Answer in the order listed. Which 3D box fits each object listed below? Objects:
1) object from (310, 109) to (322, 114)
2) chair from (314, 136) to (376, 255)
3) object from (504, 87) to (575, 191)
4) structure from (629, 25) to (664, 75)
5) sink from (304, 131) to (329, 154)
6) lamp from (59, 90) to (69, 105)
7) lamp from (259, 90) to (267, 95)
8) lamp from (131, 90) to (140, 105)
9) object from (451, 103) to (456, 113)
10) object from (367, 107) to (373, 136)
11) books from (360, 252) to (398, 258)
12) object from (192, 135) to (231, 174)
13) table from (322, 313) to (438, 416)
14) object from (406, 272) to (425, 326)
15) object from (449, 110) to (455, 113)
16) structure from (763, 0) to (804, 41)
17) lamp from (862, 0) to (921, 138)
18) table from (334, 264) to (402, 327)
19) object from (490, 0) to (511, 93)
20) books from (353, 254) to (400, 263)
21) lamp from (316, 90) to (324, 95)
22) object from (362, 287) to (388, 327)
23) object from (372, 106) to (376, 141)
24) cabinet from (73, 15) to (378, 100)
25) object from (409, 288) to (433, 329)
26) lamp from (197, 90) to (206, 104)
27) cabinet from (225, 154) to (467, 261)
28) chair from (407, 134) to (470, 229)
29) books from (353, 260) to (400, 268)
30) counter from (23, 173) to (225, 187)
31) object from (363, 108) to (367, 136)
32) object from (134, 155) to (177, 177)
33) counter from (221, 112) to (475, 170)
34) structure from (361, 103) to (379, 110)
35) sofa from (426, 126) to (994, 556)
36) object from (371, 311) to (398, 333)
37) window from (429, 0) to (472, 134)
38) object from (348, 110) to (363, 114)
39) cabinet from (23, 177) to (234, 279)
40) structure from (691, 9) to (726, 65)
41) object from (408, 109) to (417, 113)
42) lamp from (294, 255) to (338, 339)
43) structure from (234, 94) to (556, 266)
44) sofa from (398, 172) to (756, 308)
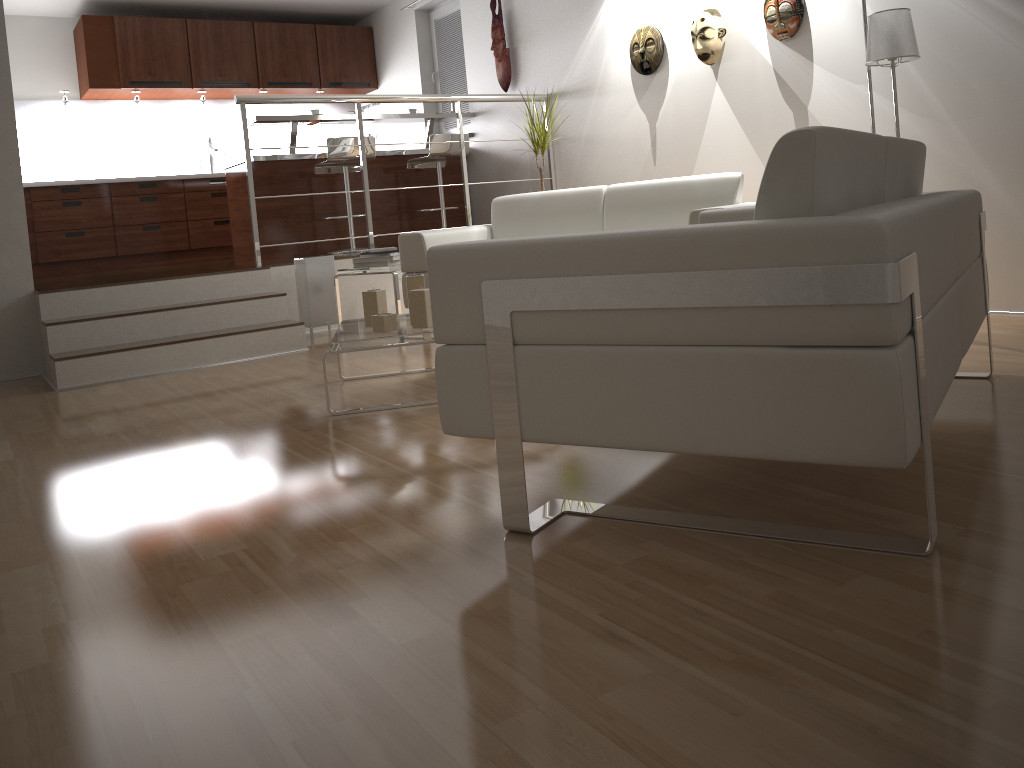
[{"bbox_3d":[-1.519,-2.101,6.778,0.079,0.045,0.068,-3,8,12],"label":"object"},{"bbox_3d":[-1.228,-1.413,6.585,0.391,0.840,0.426,-7,4,-28],"label":"chair"},{"bbox_3d":[0.210,-1.246,5.779,0.505,1.461,0.441,-6,3,-19],"label":"object"},{"bbox_3d":[0.834,-2.124,5.573,0.070,0.313,0.318,-7,6,-32],"label":"structure"},{"bbox_3d":[-1.810,-2.349,9.106,0.679,0.573,0.603,-10,8,-32],"label":"sink"},{"bbox_3d":[-3.874,-2.476,7.585,0.080,0.123,0.081,-5,5,7],"label":"lamp"},{"bbox_3d":[-2.417,-2.789,8.522,0.080,0.123,0.081,-5,5,7],"label":"lamp"},{"bbox_3d":[-3.388,-2.580,7.897,0.080,0.123,0.081,-5,5,7],"label":"lamp"},{"bbox_3d":[-0.499,-2.376,7.578,0.052,0.108,0.053,-2,5,42],"label":"object"},{"bbox_3d":[-1.489,-2.732,9.195,0.043,0.362,0.091,-7,3,-32],"label":"object"},{"bbox_3d":[-0.754,-0.758,5.123,0.216,0.014,0.154,0,12,27],"label":"books"},{"bbox_3d":[-2.924,-2.230,8.581,0.333,0.401,0.163,-9,5,-32],"label":"object"},{"bbox_3d":[-0.293,-0.122,3.370,0.796,0.246,0.711,-6,10,-7],"label":"table"},{"bbox_3d":[-0.356,-0.322,3.278,0.067,0.195,0.067,-6,3,-7],"label":"object"},{"bbox_3d":[-0.516,-2.332,7.520,0.051,0.045,0.051,-3,7,15],"label":"object"},{"bbox_3d":[1.423,-2.006,4.663,0.076,0.351,0.265,-7,5,-32],"label":"structure"},{"bbox_3d":[1.556,-1.053,3.648,0.209,1.656,0.366,-6,2,-12],"label":"lamp"},{"bbox_3d":[-0.684,-0.519,5.213,0.463,0.396,0.560,-1,9,32],"label":"table"},{"bbox_3d":[-0.086,-2.702,6.933,0.151,0.782,0.152,-5,2,13],"label":"object"},{"bbox_3d":[-0.752,-0.737,5.124,0.286,0.027,0.231,0,12,27],"label":"books"},{"bbox_3d":[-1.931,-2.893,8.834,0.080,0.123,0.081,-5,5,7],"label":"lamp"},{"bbox_3d":[-0.521,-0.295,3.335,0.067,0.149,0.068,-3,4,28],"label":"object"},{"bbox_3d":[-1.440,-2.705,9.079,0.024,0.378,0.071,-6,3,-32],"label":"object"},{"bbox_3d":[-2.711,-3.149,8.551,2.748,0.629,0.653,-12,9,-32],"label":"cabinet"},{"bbox_3d":[-0.322,-0.280,3.164,0.067,0.150,0.068,-3,4,28],"label":"object"},{"bbox_3d":[-2.902,-2.685,8.209,0.080,0.123,0.081,-5,5,7],"label":"lamp"},{"bbox_3d":[-1.360,-1.505,7.367,1.868,0.743,0.635,-11,8,-32],"label":"cabinet"},{"bbox_3d":[-0.562,-1.557,7.013,0.391,0.840,0.425,-8,5,-37],"label":"chair"},{"bbox_3d":[-0.750,-0.710,5.125,0.287,0.027,0.231,3,14,37],"label":"books"},{"bbox_3d":[-3.516,-1.838,7.989,2.125,0.039,0.684,-12,13,-32],"label":"counter"},{"bbox_3d":[-1.566,-2.734,9.279,0.020,0.374,0.106,-6,3,-32],"label":"object"},{"bbox_3d":[-3.390,-2.059,8.335,0.373,0.238,0.156,-10,7,-32],"label":"object"},{"bbox_3d":[-1.276,-2.046,7.347,2.125,0.315,0.843,-12,12,-32],"label":"counter"},{"bbox_3d":[-1.542,-2.929,9.269,0.049,0.033,0.601,-10,12,-31],"label":"structure"},{"bbox_3d":[0.681,-0.251,2.310,0.904,0.730,1.815,0,11,32],"label":"sofa"},{"bbox_3d":[-0.459,-0.227,3.151,0.067,0.073,0.068,0,8,42],"label":"object"},{"bbox_3d":[-0.500,-2.861,7.960,0.143,1.255,0.845,-6,5,-32],"label":"window"},{"bbox_3d":[-1.247,-2.183,7.061,0.141,0.041,0.130,-11,12,-30],"label":"object"},{"bbox_3d":[-2.896,-1.587,8.379,3.542,0.791,0.682,-12,8,-32],"label":"cabinet"},{"bbox_3d":[1.115,-2.020,5.095,0.131,0.326,0.243,-7,5,-31],"label":"structure"},{"bbox_3d":[-0.821,-2.260,7.274,0.079,0.045,0.068,-4,8,5],"label":"object"},{"bbox_3d":[-1.178,-0.532,5.306,0.194,0.476,0.199,-7,4,-32],"label":"lamp"},{"bbox_3d":[-0.664,-1.445,5.958,2.349,1.041,0.057,-11,5,-32],"label":"structure"},{"bbox_3d":[0.399,-0.645,4.473,1.778,0.732,0.922,1,10,32],"label":"sofa"}]
